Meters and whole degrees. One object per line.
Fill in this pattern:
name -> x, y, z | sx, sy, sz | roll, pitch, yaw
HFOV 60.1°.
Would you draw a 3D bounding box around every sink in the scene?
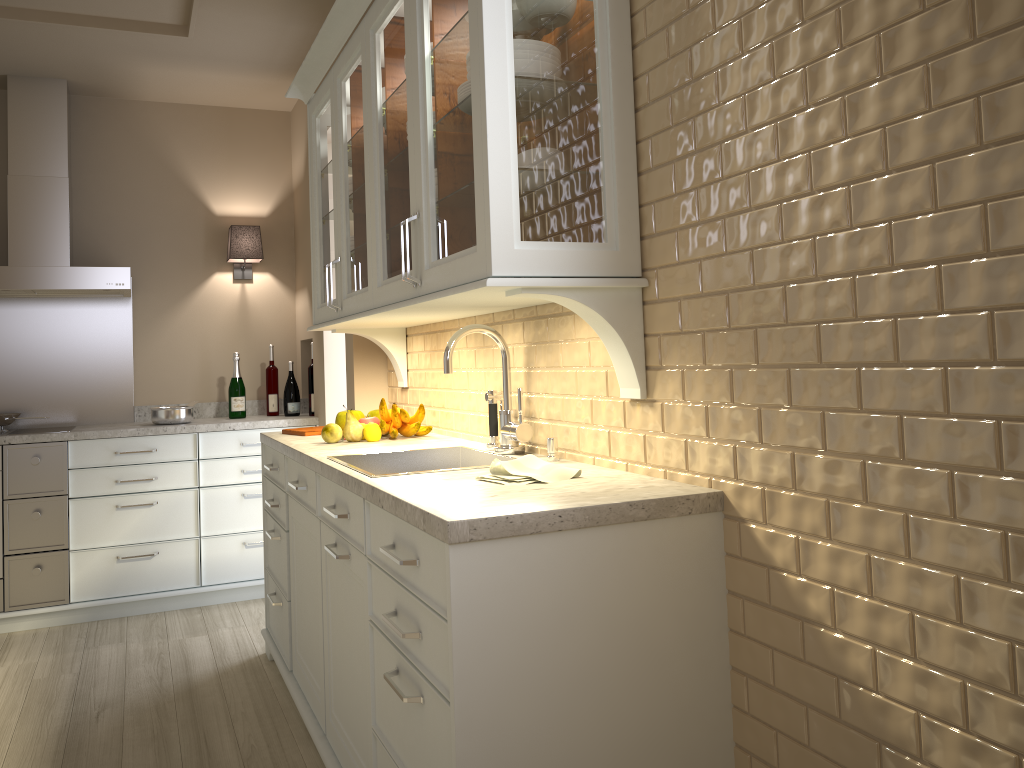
sink -> -0.211, 0.393, 2.171 | 0.380, 0.416, 0.483 | -2, 0, -23

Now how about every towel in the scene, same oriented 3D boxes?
towel -> 0.034, 0.173, 1.775 | 0.171, 0.051, 0.163 | -3, 2, -37

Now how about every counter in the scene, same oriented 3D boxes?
counter -> -2.492, 0.205, 3.854 | 3.847, 0.114, 0.577 | -3, 2, -23
counter -> -0.286, 0.202, 2.445 | 0.523, 0.035, 2.194 | -3, 2, -23

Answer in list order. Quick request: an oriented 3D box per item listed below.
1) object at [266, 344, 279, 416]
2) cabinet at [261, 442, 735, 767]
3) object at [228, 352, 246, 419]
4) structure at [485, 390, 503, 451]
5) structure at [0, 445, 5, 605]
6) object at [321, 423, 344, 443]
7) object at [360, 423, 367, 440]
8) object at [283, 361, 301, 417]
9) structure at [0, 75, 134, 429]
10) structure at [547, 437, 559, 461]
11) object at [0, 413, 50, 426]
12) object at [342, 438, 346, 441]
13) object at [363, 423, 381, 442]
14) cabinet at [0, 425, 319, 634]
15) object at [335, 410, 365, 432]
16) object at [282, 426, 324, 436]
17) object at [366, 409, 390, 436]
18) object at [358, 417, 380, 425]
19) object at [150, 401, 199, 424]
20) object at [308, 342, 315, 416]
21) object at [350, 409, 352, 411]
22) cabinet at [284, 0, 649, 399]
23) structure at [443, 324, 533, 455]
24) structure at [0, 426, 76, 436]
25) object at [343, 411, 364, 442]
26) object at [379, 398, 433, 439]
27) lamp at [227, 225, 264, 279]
object -> -1.223, -0.019, 4.510 | 0.062, 0.367, 0.062 | -3, -3, 11
cabinet -> -0.228, 0.604, 2.432 | 0.638, 0.795, 2.215 | -2, 1, -23
object -> -1.369, 0.006, 4.400 | 0.083, 0.332, 0.083 | -2, -2, 6
structure -> -0.044, 0.098, 2.383 | 0.056, 0.163, 0.043 | -1, -3, -23
structure -> -2.471, 0.587, 3.815 | 0.541, 0.698, 0.578 | -2, -1, -23
object -> -0.566, 0.155, 2.790 | 0.066, 0.064, 0.094 | -2, 0, -4
object -> -0.488, 0.154, 2.850 | 0.066, 0.055, 0.055 | -2, -1, 30
object -> -1.102, 0.023, 4.421 | 0.083, 0.278, 0.083 | -2, -2, -2
structure -> -2.542, -0.590, 3.936 | 1.559, 1.684, 0.445 | -2, -2, -23
structure -> 0.096, 0.154, 2.080 | 0.029, 0.056, 0.029 | -3, -2, 32
object -> -2.283, 0.164, 3.918 | 0.423, 0.051, 0.265 | -1, 2, 34
object -> -0.545, 0.175, 2.901 | 0.041, 0.013, 0.147 | -2, 2, 6
object -> -0.440, 0.154, 2.783 | 0.056, 0.066, 0.053 | -2, -1, -16
cabinet -> -2.487, 0.649, 3.841 | 3.208, 0.796, 0.641 | -3, -1, -23
object -> -0.549, 0.135, 3.010 | 0.104, 0.091, 0.106 | -2, 0, -17
object -> -0.646, 0.168, 3.275 | 0.350, 0.020, 0.200 | -3, 2, -38
object -> -0.444, 0.131, 3.008 | 0.106, 0.090, 0.104 | -2, 0, 31
object -> -0.472, 0.144, 2.916 | 0.085, 0.070, 0.081 | -2, 0, 37
object -> -1.560, 0.135, 4.219 | 0.198, 0.090, 0.370 | -2, 1, 19
object -> -0.975, -0.025, 4.365 | 0.062, 0.367, 0.062 | -3, -3, 11
object -> -0.546, 0.093, 3.006 | 0.003, 0.021, 0.018 | 0, -2, -37
cabinet -> -0.275, -0.529, 2.514 | 0.411, 1.115, 1.924 | -1, 0, -23
structure -> -0.068, 0.015, 2.242 | 0.211, 0.338, 0.141 | -2, -2, -13
structure -> -2.469, 0.213, 3.801 | 1.049, 0.031, 0.397 | -3, 2, -23
object -> -0.500, 0.135, 2.792 | 0.064, 0.098, 0.064 | -1, -2, -27
object -> -0.374, 0.108, 2.868 | 0.181, 0.137, 0.196 | -2, 0, -41
lamp -> -1.382, -0.679, 4.569 | 0.170, 0.259, 0.191 | -2, -1, -23
